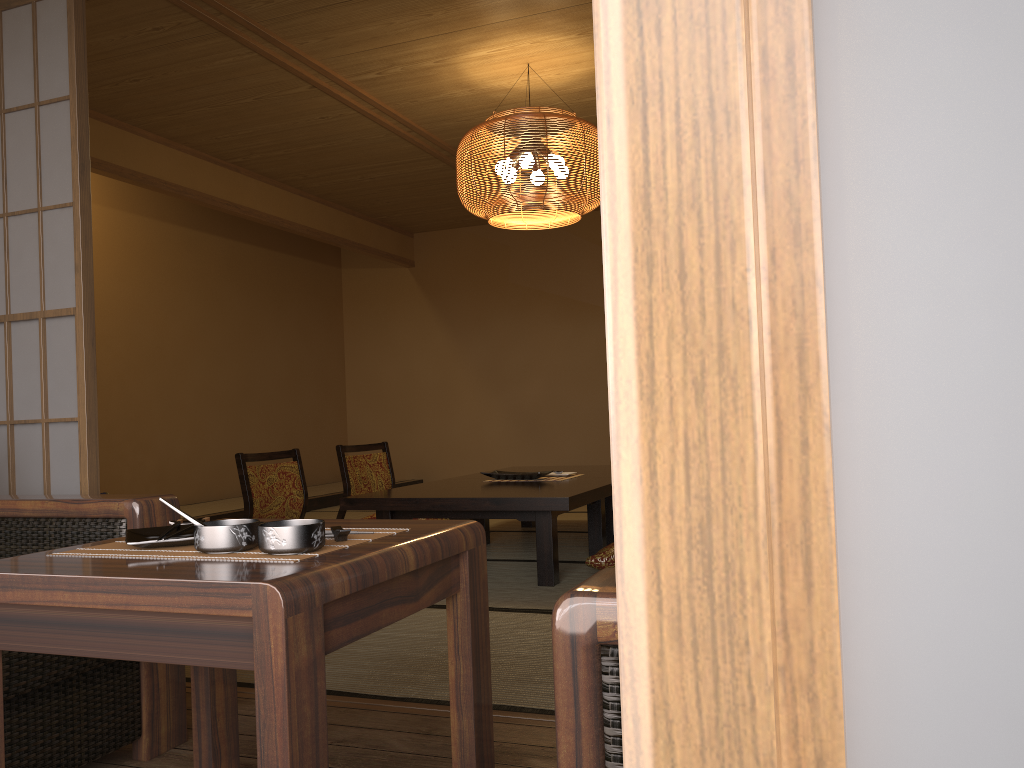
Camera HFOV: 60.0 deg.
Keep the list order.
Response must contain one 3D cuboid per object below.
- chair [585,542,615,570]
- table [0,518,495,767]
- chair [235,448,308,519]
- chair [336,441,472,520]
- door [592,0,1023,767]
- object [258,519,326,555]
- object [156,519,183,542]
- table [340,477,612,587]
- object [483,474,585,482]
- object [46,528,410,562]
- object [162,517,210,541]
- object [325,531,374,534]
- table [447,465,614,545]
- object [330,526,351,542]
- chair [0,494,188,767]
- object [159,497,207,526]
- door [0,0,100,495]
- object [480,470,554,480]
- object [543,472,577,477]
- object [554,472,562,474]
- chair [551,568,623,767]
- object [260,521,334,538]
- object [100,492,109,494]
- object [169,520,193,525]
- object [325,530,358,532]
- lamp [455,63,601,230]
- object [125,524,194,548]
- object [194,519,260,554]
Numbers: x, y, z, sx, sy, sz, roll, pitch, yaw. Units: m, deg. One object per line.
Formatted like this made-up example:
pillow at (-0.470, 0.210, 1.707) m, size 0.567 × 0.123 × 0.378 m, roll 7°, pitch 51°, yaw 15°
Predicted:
chair at (0.709, 0.497, 3.579) m, size 0.687 × 0.546 × 0.582 m, roll -3°, pitch -2°, yaw 25°
table at (-0.382, 0.476, 1.267) m, size 0.540 × 0.500 × 0.540 m, roll -3°, pitch -2°, yaw 21°
chair at (-0.905, 0.586, 4.270) m, size 0.699 × 0.546 × 0.582 m, roll -3°, pitch -2°, yaw 20°
chair at (-0.600, 0.604, 5.066) m, size 0.687 × 0.546 × 0.582 m, roll -3°, pitch -2°, yaw 25°
door at (0.459, -0.695, 0.001) m, size 0.992 × 1.872 × 0.040 m, roll -3°, pitch -1°, yaw 21°
object at (-0.284, 0.197, 1.144) m, size 0.084 × 0.037 × 0.084 m, roll -1°, pitch -3°, yaw -41°
object at (-0.496, 0.211, 1.287) m, size 0.006 × 0.007 × 0.230 m, roll -2°, pitch -2°, yaw -13°
table at (-0.065, 0.637, 3.952) m, size 0.995 × 0.356 × 0.995 m, roll -3°, pitch -2°, yaw 21°
object at (0.115, 0.467, 4.414) m, size 0.401 × 0.003 × 0.398 m, roll -3°, pitch -2°, yaw 21°
object at (-0.393, 0.226, 1.273) m, size 0.401 × 0.003 × 0.300 m, roll -3°, pitch -2°, yaw 21°
object at (-0.476, 0.211, 1.299) m, size 0.006 × 0.007 × 0.230 m, roll -2°, pitch -2°, yaw -5°
object at (-0.315, 0.220, 1.317) m, size 0.230 × 0.007 × 0.006 m, roll -3°, pitch -2°, yaw 11°
table at (0.295, 0.658, 4.880) m, size 0.995 × 0.356 × 0.995 m, roll -3°, pitch -2°, yaw 21°
object at (-0.237, 0.208, 1.227) m, size 0.015 × 0.018 × 0.050 m, roll -1°, pitch -2°, yaw -27°
chair at (-1.265, 0.389, 1.652) m, size 0.944 × 0.779 × 0.872 m, roll -3°, pitch -2°, yaw 21°
object at (-0.404, 0.180, 1.172) m, size 0.117 × 0.068 × 0.038 m, roll -2°, pitch -1°, yaw -14°
door at (-1.612, -0.146, 2.591) m, size 0.992 × 1.933 × 0.040 m, roll -3°, pitch -1°, yaw 21°
object at (0.023, 0.448, 4.361) m, size 0.349 × 0.039 × 0.129 m, roll -4°, pitch -3°, yaw 34°
object at (0.223, 0.457, 4.474) m, size 0.180 × 0.014 × 0.130 m, roll -3°, pitch -2°, yaw 23°
object at (0.234, 0.451, 4.485) m, size 0.050 × 0.018 × 0.015 m, roll -3°, pitch -2°, yaw 18°
chair at (0.593, 0.290, 0.929) m, size 0.944 × 0.779 × 0.872 m, roll -3°, pitch -2°, yaw 21°
object at (-0.303, 0.208, 1.270) m, size 0.130 × 0.026 × 0.038 m, roll -2°, pitch -2°, yaw 6°
object at (-2.779, 0.675, 5.212) m, size 0.104 × 0.398 × 1.021 m, roll -3°, pitch -2°, yaw 21°
object at (-0.517, 0.226, 1.406) m, size 0.050 × 0.018 × 0.015 m, roll -3°, pitch -2°, yaw 8°
object at (-0.338, 0.222, 1.344) m, size 0.230 × 0.007 × 0.006 m, roll -3°, pitch -2°, yaw 17°
lamp at (0.102, -1.261, 4.608) m, size 0.798 × 0.825 × 0.799 m, roll -1°, pitch -2°, yaw -45°
object at (-0.492, 0.222, 1.291) m, size 0.131 × 0.015 × 0.181 m, roll -1°, pitch -2°, yaw -24°
object at (-0.378, 0.202, 1.178) m, size 0.084 × 0.037 × 0.084 m, roll -3°, pitch -2°, yaw 13°
